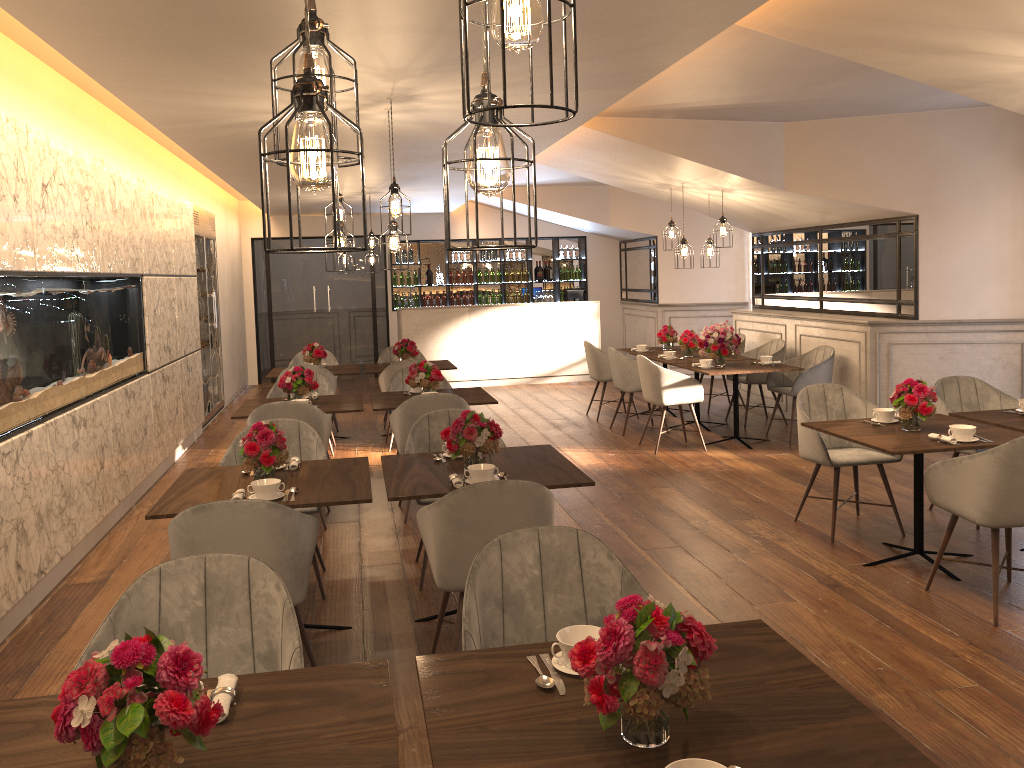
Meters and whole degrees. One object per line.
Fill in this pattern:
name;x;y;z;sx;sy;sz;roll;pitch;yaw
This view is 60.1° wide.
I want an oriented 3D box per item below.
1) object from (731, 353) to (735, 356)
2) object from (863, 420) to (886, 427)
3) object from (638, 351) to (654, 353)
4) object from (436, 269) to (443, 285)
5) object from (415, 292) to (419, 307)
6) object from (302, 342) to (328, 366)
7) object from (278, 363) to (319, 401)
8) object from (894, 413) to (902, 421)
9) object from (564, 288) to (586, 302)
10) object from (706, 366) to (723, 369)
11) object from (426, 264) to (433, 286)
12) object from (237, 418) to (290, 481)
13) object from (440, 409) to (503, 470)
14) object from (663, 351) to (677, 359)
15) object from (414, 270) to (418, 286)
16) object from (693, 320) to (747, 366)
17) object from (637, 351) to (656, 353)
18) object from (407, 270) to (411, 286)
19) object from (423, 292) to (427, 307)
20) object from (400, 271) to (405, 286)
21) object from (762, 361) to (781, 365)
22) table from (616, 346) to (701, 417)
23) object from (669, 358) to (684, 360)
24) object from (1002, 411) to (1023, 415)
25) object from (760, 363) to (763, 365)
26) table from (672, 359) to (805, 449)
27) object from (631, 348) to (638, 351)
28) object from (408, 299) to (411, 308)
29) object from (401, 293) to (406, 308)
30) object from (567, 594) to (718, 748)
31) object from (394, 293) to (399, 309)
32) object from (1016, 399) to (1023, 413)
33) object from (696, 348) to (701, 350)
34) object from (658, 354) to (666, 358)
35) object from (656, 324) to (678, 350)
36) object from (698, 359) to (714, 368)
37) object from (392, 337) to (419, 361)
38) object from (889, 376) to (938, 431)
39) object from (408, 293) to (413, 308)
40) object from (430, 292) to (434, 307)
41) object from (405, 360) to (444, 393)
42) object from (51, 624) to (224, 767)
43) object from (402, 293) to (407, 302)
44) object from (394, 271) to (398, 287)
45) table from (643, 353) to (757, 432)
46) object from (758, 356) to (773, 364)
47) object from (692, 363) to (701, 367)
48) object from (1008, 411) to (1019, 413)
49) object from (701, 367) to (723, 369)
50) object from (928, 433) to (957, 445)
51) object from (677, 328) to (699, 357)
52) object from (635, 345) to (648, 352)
object;2.229;-0.302;9.083;0.175;0.039;0.056;-3;6;-10
object;2.065;0.224;5.035;0.022;0.004;0.212;-3;7;-10
object;1.496;-0.358;9.825;0.197;0.015;0.043;-4;7;-14
object;-1.193;-1.773;14.628;0.108;0.280;0.108;1;5;36
object;-1.569;-1.384;14.585;0.065;0.260;0.066;-4;5;-31
object;-1.994;-0.291;9.005;0.235;0.300;0.306;-5;6;-35
object;-1.591;0.000;6.552;0.305;0.300;0.235;-1;5;12
object;2.248;0.193;5.094;0.056;0.039;0.176;-3;7;-10
object;0.973;-1.290;13.434;0.409;0.327;0.130;-6;6;-33
object;1.823;-0.146;8.029;0.197;0.015;0.043;-4;7;-14
object;-1.359;-1.804;14.601;0.104;0.358;0.104;-5;5;-38
object;-1.133;0.301;4.022;0.234;0.300;0.306;-3;6;-8
object;-0.191;0.254;4.162;0.306;0.300;0.235;-5;6;-32
object;1.616;-0.295;9.051;0.148;0.072;0.149;2;8;32
object;-1.581;-1.744;14.561;0.065;0.260;0.066;-4;5;-31
object;1.941;-0.387;8.281;0.420;0.424;0.407;-4;6;-22
object;1.496;-0.357;9.861;0.211;0.004;0.022;-3;7;-10
object;-1.689;-1.738;14.541;0.065;0.260;0.066;-4;5;-31
object;-1.438;-1.391;14.608;0.065;0.260;0.066;-4;5;-31
object;-1.798;-1.732;14.522;0.065;0.260;0.066;-4;5;-31
object;2.396;-0.193;8.167;0.175;0.039;0.056;-3;6;-10
table;1.744;-0.027;10.064;0.896;0.718;0.900;-3;6;-10
object;1.656;-0.254;8.945;0.197;0.015;0.043;-4;7;-14
object;2.966;0.169;5.203;0.043;0.015;0.198;-3;7;-6
object;2.381;-0.190;8.200;0.192;0.024;0.025;-3;6;-10
table;2.080;0.192;8.219;0.896;0.718;0.900;-3;6;-10
object;1.435;-0.396;10.044;0.175;0.039;0.056;-3;6;-10
object;-1.678;-1.378;14.565;0.065;0.260;0.066;-4;5;-31
object;-1.787;-1.372;14.546;0.065;0.260;0.066;-4;5;-31
object;0.253;0.542;1.727;0.306;0.300;0.235;-5;6;-32
object;-1.895;-1.366;14.526;0.065;0.260;0.066;-4;5;-31
object;3.065;0.132;5.239;0.149;0.072;0.148;-8;9;-42
object;2.069;-0.406;9.963;0.175;0.039;0.056;-3;6;-10
object;1.596;-0.291;9.164;0.175;0.039;0.056;-3;6;-10
object;1.749;-0.535;9.993;0.234;0.300;0.306;2;7;37
object;1.783;-0.187;8.135;0.148;0.072;0.149;2;8;32
object;-1.116;-0.339;9.171;0.305;0.300;0.235;2;7;37
object;2.165;0.099;4.803;0.234;0.300;0.307;-1;6;9
object;-1.468;-1.211;12.831;0.065;0.207;0.146;-3;5;-19
object;-1.329;-1.397;14.628;0.065;0.260;0.066;-4;5;-31
object;-0.652;-0.046;6.692;0.305;0.300;0.235;0;6;22
object;-0.686;0.589;1.590;0.305;0.300;0.235;-1;5;12
object;-1.552;-1.206;12.812;0.065;0.207;0.065;-3;4;-19
object;-1.907;-1.726;14.502;0.065;0.260;0.066;-4;5;-31
table;1.912;0.083;9.141;0.896;0.718;0.900;-3;6;-10
object;2.375;-0.223;8.278;0.148;0.072;0.149;2;8;32
object;1.763;-0.183;8.248;0.175;0.039;0.056;-3;6;-10
object;2.994;0.174;5.202;0.022;0.004;0.212;-3;7;-10
object;1.824;-0.145;8.066;0.211;0.004;0.022;-3;7;-10
object;2.169;0.274;4.461;0.056;0.039;0.176;-3;7;-10
object;1.824;-0.433;9.178;0.234;0.300;0.307;-1;6;9
object;1.456;-0.399;9.931;0.148;0.072;0.149;2;8;32
